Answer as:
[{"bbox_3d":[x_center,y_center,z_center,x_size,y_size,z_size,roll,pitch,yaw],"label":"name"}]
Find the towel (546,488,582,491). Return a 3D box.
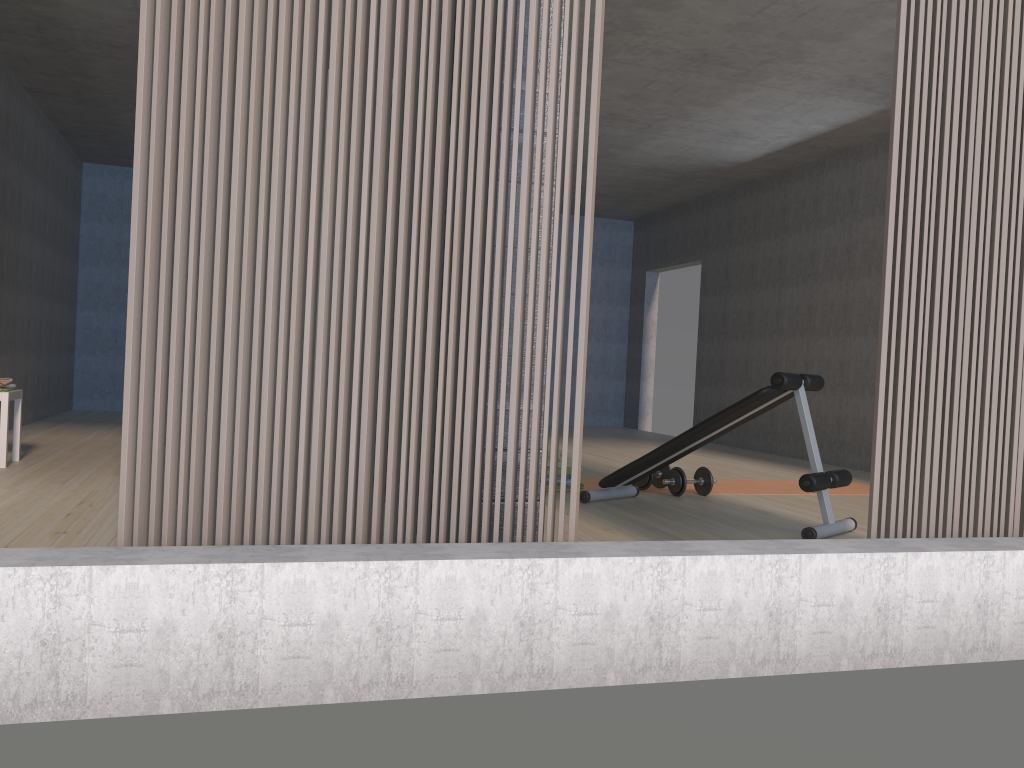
[{"bbox_3d":[0.182,0.597,5.333,0.376,0.044,0.371,3,1,-19],"label":"towel"}]

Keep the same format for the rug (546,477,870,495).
[{"bbox_3d":[1.263,0.666,5.804,2.779,0.002,0.716,3,1,-17],"label":"rug"}]

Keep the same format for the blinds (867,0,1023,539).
[{"bbox_3d":[1.639,-0.638,2.771,1.133,2.744,0.069,3,1,-17],"label":"blinds"}]

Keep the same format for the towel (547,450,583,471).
[{"bbox_3d":[0.195,0.459,5.314,0.384,0.123,0.373,2,1,-34],"label":"towel"}]

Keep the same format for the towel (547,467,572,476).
[{"bbox_3d":[0.177,0.513,5.291,0.376,0.085,0.371,3,1,-13],"label":"towel"}]

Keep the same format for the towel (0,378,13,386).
[{"bbox_3d":[-3.058,-0.014,5.104,0.294,0.046,0.297,3,1,-17],"label":"towel"}]

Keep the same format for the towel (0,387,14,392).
[{"bbox_3d":[-3.054,0.030,5.106,0.307,0.038,0.297,3,1,-19],"label":"towel"}]

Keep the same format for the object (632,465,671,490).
[{"bbox_3d":[0.851,0.558,5.444,0.176,0.176,0.385,4,1,44],"label":"object"}]

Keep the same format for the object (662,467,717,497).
[{"bbox_3d":[1.061,0.581,5.281,0.385,0.176,0.176,2,1,-26],"label":"object"}]

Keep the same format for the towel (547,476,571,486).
[{"bbox_3d":[0.195,0.550,5.308,0.383,0.078,0.383,3,1,0],"label":"towel"}]

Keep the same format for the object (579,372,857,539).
[{"bbox_3d":[1.025,0.301,4.509,1.312,0.746,0.505,4,1,42],"label":"object"}]

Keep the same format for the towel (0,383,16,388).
[{"bbox_3d":[-3.061,0.009,5.110,0.306,0.047,0.297,3,1,-13],"label":"towel"}]

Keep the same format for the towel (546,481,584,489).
[{"bbox_3d":[0.204,0.575,5.331,0.380,0.081,0.367,3,1,-20],"label":"towel"}]

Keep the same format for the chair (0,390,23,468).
[{"bbox_3d":[-3.111,0.114,5.098,0.457,0.697,0.417,3,1,-18],"label":"chair"}]

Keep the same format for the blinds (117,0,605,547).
[{"bbox_3d":[-0.300,-0.725,2.164,1.133,2.744,0.069,3,1,-17],"label":"blinds"}]
